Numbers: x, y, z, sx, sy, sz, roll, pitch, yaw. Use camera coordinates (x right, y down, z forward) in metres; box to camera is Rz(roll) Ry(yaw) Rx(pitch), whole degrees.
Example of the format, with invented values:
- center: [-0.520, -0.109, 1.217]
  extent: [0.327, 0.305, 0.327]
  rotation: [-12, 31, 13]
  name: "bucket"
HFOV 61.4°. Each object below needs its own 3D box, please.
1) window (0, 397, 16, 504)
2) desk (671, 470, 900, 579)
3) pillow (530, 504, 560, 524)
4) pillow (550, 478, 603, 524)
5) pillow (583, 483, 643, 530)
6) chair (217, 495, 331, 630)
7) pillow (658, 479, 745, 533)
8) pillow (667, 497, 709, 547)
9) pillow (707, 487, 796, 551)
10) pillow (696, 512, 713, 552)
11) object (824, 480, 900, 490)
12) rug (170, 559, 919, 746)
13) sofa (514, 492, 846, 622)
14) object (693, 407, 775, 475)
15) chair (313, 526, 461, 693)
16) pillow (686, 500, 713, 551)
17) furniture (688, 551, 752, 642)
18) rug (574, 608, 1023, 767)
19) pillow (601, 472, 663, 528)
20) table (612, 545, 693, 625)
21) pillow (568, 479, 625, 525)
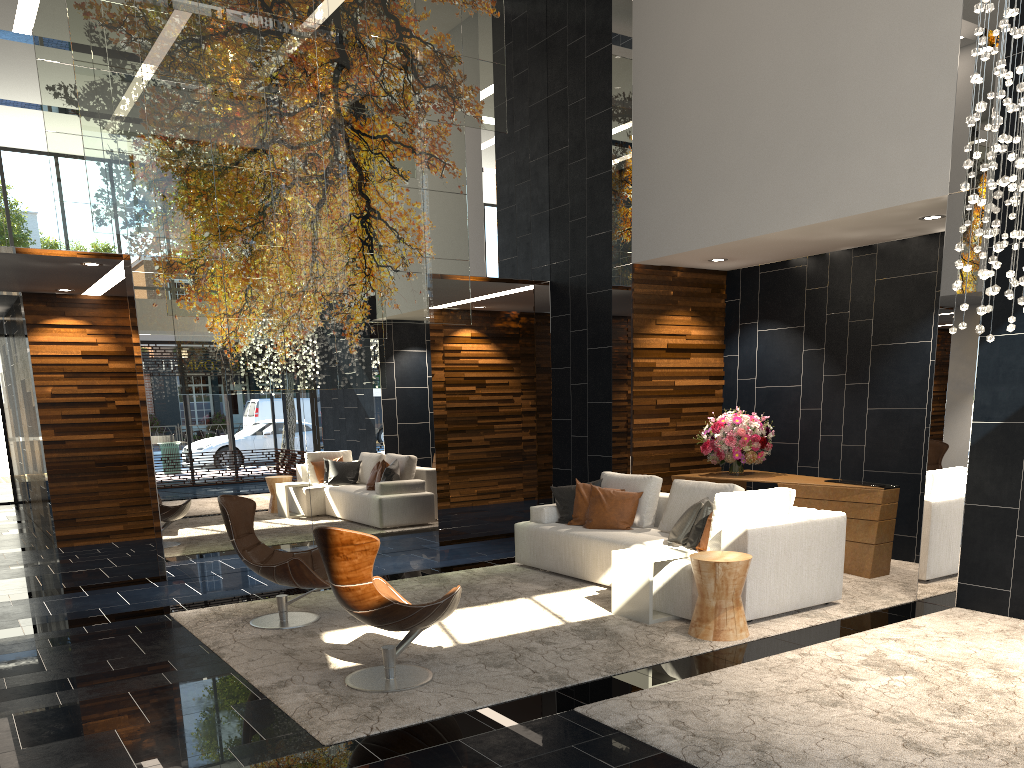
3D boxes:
- center: [-10.315, 0.654, 13.650]
  extent: [3.915, 2.933, 0.058]
  rotation: [-4, 11, -32]
  name: "window"
- center: [2.642, 1.268, 8.162]
  extent: [0.979, 0.771, 2.209]
  rotation: [-4, 2, -34]
  name: "desk"
- center: [0.463, 1.190, 8.035]
  extent: [0.616, 0.156, 0.236]
  rotation: [-1, 2, -38]
  name: "pillow"
- center: [0.603, 1.057, 7.779]
  extent: [0.554, 0.430, 0.246]
  rotation: [0, 9, 14]
  name: "pillow"
- center: [0.855, 1.066, 7.428]
  extent: [0.518, 0.427, 0.260]
  rotation: [1, 8, 27]
  name: "pillow"
- center: [-1.649, 1.242, 6.091]
  extent: [0.788, 0.961, 0.653]
  rotation: [-2, 8, -5]
  name: "chair"
- center: [1.508, 1.001, 6.920]
  extent: [0.286, 0.450, 0.707]
  rotation: [-7, 5, -33]
  name: "pillow"
- center: [1.356, 1.052, 6.584]
  extent: [0.299, 0.376, 0.492]
  rotation: [1, 4, 16]
  name: "pillow"
- center: [1.699, 0.976, 6.119]
  extent: [0.705, 0.474, 0.212]
  rotation: [-3, 9, -31]
  name: "pillow"
- center: [1.536, 1.026, 6.250]
  extent: [0.513, 0.427, 0.263]
  rotation: [-5, 9, -37]
  name: "pillow"
- center: [3.030, 0.862, 7.439]
  extent: [0.240, 0.027, 0.697]
  rotation: [-1, -1, -23]
  name: "object"
- center: [0.732, 1.671, 6.829]
  extent: [5.843, 0.006, 3.164]
  rotation: [-1, -1, -33]
  name: "rug"
- center: [1.106, 1.310, 7.069]
  extent: [1.277, 0.703, 2.807]
  rotation: [-3, 0, -34]
  name: "sofa"
- center: [2.227, 0.562, 8.528]
  extent: [0.679, 0.699, 0.651]
  rotation: [-6, 8, -42]
  name: "object"
- center: [-0.656, 1.191, 4.746]
  extent: [0.673, 0.960, 0.765]
  rotation: [2, 8, 24]
  name: "chair"
- center: [1.463, 1.045, 6.439]
  extent: [0.254, 0.427, 0.540]
  rotation: [3, 5, 25]
  name: "pillow"
- center: [1.340, 1.365, 5.569]
  extent: [0.393, 0.539, 0.379]
  rotation: [-1, 8, 2]
  name: "furniture"
- center: [2.373, 1.580, 4.286]
  extent: [3.383, 0.006, 2.300]
  rotation: [-1, -1, -33]
  name: "rug"
- center: [1.017, 1.021, 7.657]
  extent: [0.244, 0.466, 0.708]
  rotation: [-8, 6, -34]
  name: "pillow"
- center: [0.989, 1.410, 6.101]
  extent: [0.395, 0.481, 0.392]
  rotation: [-6, 8, -33]
  name: "table"
- center: [0.741, 1.048, 7.613]
  extent: [0.548, 0.446, 0.235]
  rotation: [0, 9, 22]
  name: "pillow"
